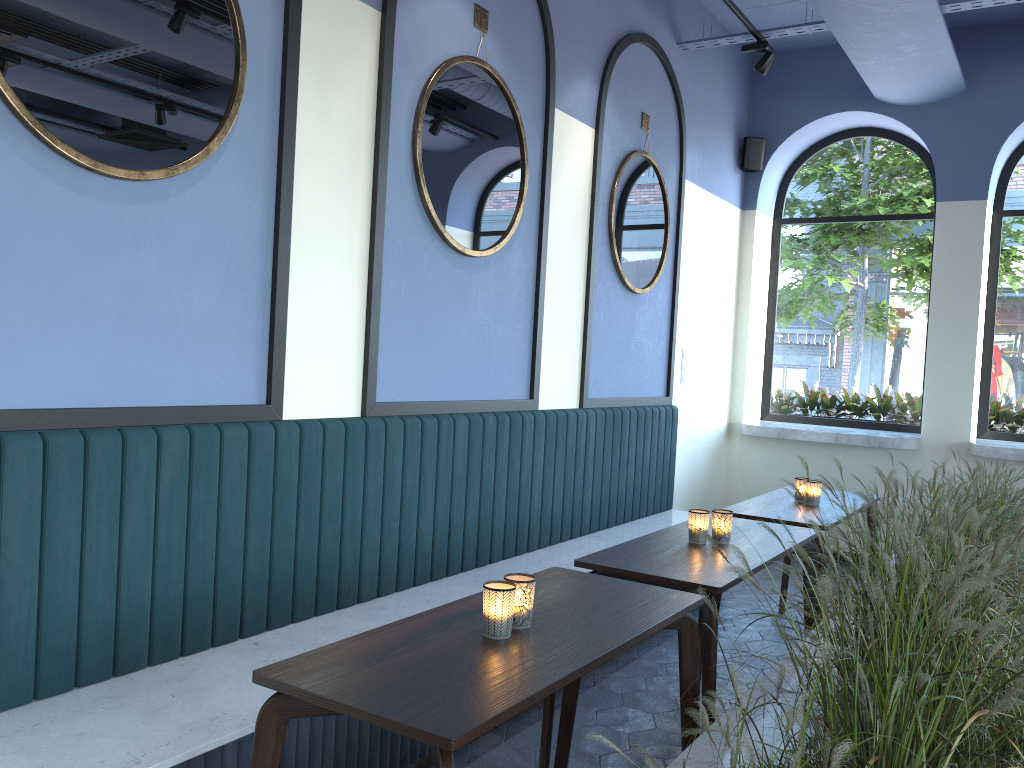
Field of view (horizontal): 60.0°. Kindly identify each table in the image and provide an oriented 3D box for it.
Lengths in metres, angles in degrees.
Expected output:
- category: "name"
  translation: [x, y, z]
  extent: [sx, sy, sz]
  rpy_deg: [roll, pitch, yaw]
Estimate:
- category: "table"
  translation: [0.730, 0.972, 3.331]
  extent: [0.548, 0.755, 1.332]
  rpy_deg: [4, 2, 32]
- category: "table"
  translation: [-0.003, 0.966, 2.163]
  extent: [0.548, 0.755, 1.285]
  rpy_deg: [4, 2, 32]
- category: "table"
  translation: [1.475, 0.979, 4.516]
  extent: [0.548, 0.755, 1.332]
  rpy_deg: [4, 2, 32]

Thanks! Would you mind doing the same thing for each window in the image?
- category: "window"
  translation: [4.961, -0.531, 0.644]
  extent: [3.897, 2.394, 14.212]
  rpy_deg: [3, 2, -7]

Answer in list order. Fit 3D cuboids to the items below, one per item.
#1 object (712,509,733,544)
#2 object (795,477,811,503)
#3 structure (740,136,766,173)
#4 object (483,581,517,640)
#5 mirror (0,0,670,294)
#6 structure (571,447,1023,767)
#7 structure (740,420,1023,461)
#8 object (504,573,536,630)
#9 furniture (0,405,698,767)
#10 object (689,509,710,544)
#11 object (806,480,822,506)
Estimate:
- category: "object"
  translation: [0.790, 0.538, 3.340]
  extent: [0.078, 0.120, 0.078]
  rpy_deg: [4, 2, 15]
- category: "object"
  translation: [1.481, 0.541, 4.530]
  extent: [0.078, 0.120, 0.078]
  rpy_deg: [4, 2, 15]
- category: "structure"
  translation: [1.510, -1.614, 0.301]
  extent: [7.261, 0.268, 13.143]
  rpy_deg: [4, 2, 15]
- category: "object"
  translation: [-0.032, 0.529, 2.073]
  extent: [0.078, 0.120, 0.078]
  rpy_deg: [2, 2, -41]
- category: "mirror"
  translation: [-0.136, -1.105, 3.919]
  extent: [0.026, 1.089, 4.357]
  rpy_deg: [4, 2, 32]
- category: "structure"
  translation: [1.450, 0.797, 2.912]
  extent: [1.143, 1.207, 4.878]
  rpy_deg: [4, 2, 33]
- category: "structure"
  translation: [4.678, 0.683, 0.634]
  extent: [4.315, 0.080, 14.155]
  rpy_deg: [3, 2, -7]
- category: "object"
  translation: [0.016, 0.529, 2.158]
  extent: [0.078, 0.120, 0.078]
  rpy_deg: [2, 2, -41]
- category: "furniture"
  translation: [1.736, 0.847, 2.731]
  extent: [4.703, 1.150, 4.800]
  rpy_deg: [4, 2, 32]
- category: "object"
  translation: [0.696, 0.533, 3.313]
  extent: [0.078, 0.120, 0.078]
  rpy_deg: [4, 2, 15]
- category: "object"
  translation: [1.508, 0.546, 4.436]
  extent: [0.078, 0.120, 0.078]
  rpy_deg: [4, 2, 15]
